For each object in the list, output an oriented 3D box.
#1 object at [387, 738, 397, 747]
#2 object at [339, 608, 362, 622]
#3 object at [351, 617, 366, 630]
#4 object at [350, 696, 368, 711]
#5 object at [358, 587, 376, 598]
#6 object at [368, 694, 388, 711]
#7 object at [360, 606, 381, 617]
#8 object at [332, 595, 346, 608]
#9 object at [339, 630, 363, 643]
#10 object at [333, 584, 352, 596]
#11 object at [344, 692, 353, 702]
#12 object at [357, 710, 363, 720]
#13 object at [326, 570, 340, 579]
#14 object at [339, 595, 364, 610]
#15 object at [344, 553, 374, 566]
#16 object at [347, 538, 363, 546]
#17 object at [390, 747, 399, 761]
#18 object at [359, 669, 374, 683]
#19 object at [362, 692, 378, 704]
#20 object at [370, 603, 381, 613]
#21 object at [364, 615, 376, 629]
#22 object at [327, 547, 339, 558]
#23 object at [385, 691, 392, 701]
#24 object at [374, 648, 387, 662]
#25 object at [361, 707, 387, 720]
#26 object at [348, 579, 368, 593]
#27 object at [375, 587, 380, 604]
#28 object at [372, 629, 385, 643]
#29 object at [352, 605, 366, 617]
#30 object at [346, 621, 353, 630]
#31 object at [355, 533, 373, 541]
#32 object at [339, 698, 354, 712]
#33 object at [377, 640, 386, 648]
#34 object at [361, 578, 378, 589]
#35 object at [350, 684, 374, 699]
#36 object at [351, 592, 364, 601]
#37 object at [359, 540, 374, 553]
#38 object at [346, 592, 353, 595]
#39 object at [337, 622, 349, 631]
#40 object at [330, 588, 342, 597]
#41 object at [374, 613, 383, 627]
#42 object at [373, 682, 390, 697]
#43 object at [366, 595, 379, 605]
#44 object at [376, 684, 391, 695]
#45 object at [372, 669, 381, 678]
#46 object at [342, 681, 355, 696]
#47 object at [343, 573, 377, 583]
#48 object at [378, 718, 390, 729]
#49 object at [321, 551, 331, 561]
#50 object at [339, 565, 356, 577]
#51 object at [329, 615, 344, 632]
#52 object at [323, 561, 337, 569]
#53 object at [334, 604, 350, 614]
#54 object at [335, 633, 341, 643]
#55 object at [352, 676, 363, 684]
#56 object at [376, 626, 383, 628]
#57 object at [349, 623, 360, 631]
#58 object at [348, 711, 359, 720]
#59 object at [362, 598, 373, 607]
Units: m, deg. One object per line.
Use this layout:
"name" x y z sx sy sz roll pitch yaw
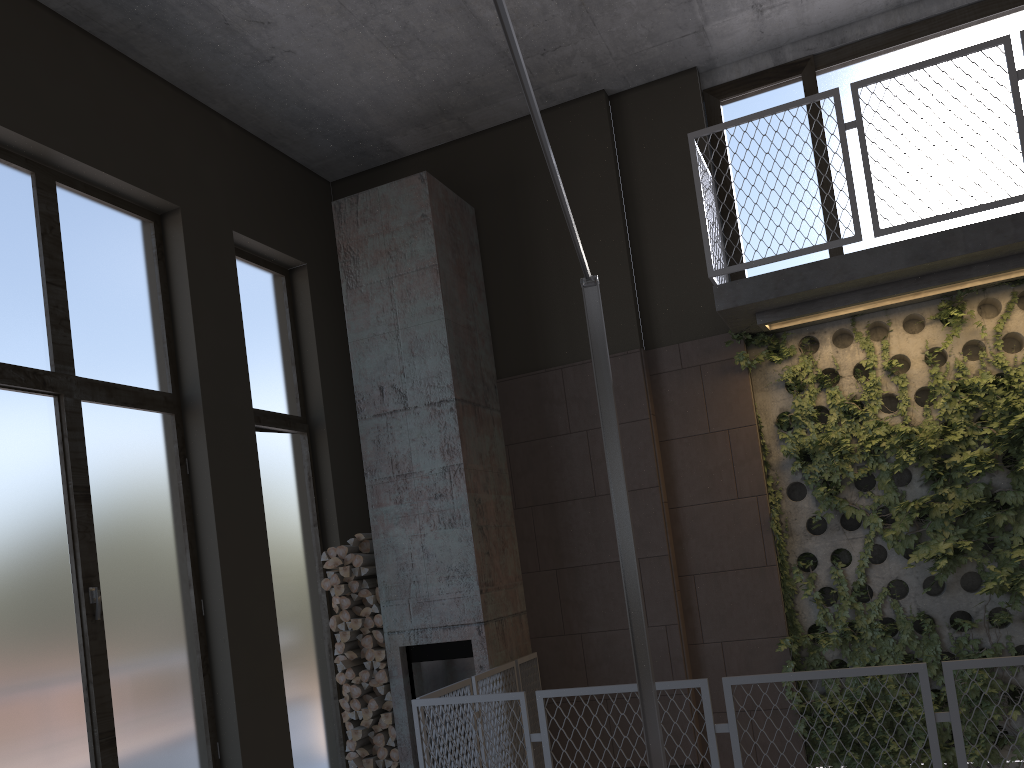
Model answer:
"object" -0.800 2.615 6.529 0.072 0.071 0.427 -10 -12 20
"object" -1.156 1.745 6.683 0.093 0.092 0.441 -10 -12 20
"object" -1.047 1.790 6.628 0.094 0.082 0.484 -10 -12 20
"object" -1.071 2.388 6.645 0.093 0.092 0.441 -10 -12 20
"object" -1.009 1.558 6.599 0.123 0.066 0.367 -11 -12 22
"object" -0.917 2.354 6.552 0.091 0.088 0.459 -11 -12 22
"object" -0.986 1.709 6.629 0.116 0.078 0.439 -11 -12 20
"object" -1.247 1.648 6.688 0.102 0.101 0.295 -11 -11 22
"object" -1.128 1.877 6.616 0.094 0.082 0.484 -10 -12 20
"object" -1.174 1.541 6.636 0.094 0.082 0.484 -10 -12 20
"object" -1.171 2.324 6.563 0.045 0.071 0.253 -10 -11 20
"object" -1.029 2.458 6.620 0.068 0.066 0.427 -10 -12 20
"object" -1.271 1.444 6.693 0.066 0.085 0.430 -10 -12 19
"object" -1.176 1.633 6.611 0.099 0.105 0.296 -10 -11 22
"object" -1.124 1.312 6.593 0.105 0.082 0.366 -11 -12 20
"object" -1.127 1.203 6.643 0.065 0.072 0.363 -10 -12 19
"object" -0.759 2.704 6.522 0.092 0.090 0.441 -10 -12 20
"object" -0.992 2.159 6.587 0.091 0.088 0.460 -10 -12 19
"object" -0.992 2.362 6.641 0.102 0.085 0.366 -11 -12 20
"object" -0.926 1.667 6.584 0.072 0.071 0.427 -10 -12 20
"object" -0.963 1.775 6.614 0.091 0.088 0.460 -10 -12 20
"object" -1.247 1.284 6.699 0.091 0.089 0.460 -10 -12 19
"object" -0.824 2.281 6.532 0.067 0.083 0.429 -10 -12 18
"object" -0.864 1.997 6.552 0.094 0.082 0.484 -10 -12 20
"object" -0.962 2.433 6.590 0.094 0.082 0.484 -10 -12 20
"object" -1.077 1.516 6.625 0.091 0.088 0.460 -10 -12 19
"object" -0.904 1.569 6.576 0.064 0.124 0.367 -9 -11 19
"object" -0.907 1.865 6.533 0.089 0.106 0.369 -10 -11 20
"object" -1.077 1.718 6.678 0.102 0.085 0.366 -11 -12 20
"object" -1.114 1.815 6.658 0.068 0.066 0.427 -10 -12 20
"object" -1.066 1.158 6.645 0.088 0.055 0.335 -11 -12 20
"object" -1.169 2.406 6.639 0.089 0.106 0.369 -10 -11 20
"object" -0.894 1.925 6.602 0.102 0.085 0.366 -11 -12 20
"object" -1.003 1.497 6.626 0.068 0.070 0.427 -10 -12 20
"object" -1.091 2.276 6.573 0.099 0.105 0.296 -10 -11 22
"object" -1.099 1.592 6.640 0.065 0.073 0.363 -10 -12 19
"object" -1.042 1.237 6.669 0.100 0.106 0.297 -10 -11 22
"object" -1.169 1.562 6.641 0.089 0.056 0.335 -11 -12 20
"object" -1.188 1.829 6.689 0.068 0.066 0.427 -10 -12 20
"object" -1.242 1.566 6.666 0.068 0.066 0.427 -10 -12 20
"object" -0.886 1.750 6.578 0.092 0.090 0.441 -10 -12 20
"object" -0.933 2.298 6.653 0.105 0.100 0.295 -10 -11 20
"object" -0.963 1.618 6.592 0.067 0.083 0.429 -10 -12 18
"object" -0.878 2.261 6.555 0.067 0.083 0.429 -10 -12 18
"object" -0.918 2.140 6.588 0.068 0.070 0.427 -10 -12 20
"object" -1.162 2.292 6.650 0.102 0.101 0.295 -11 -11 22
"object" -1.114 1.460 6.638 0.116 0.078 0.439 -11 -12 20
"object" -0.848 2.488 6.564 0.091 0.088 0.460 -10 -12 20
"object" -1.314 1.307 6.695 0.068 0.068 0.427 -10 -12 20
"object" -1.134 1.409 6.634 0.094 0.082 0.484 -10 -12 20
"object" -1.265 1.809 6.681 0.064 0.123 0.367 -9 -11 19
"object" -1.288 1.377 6.713 0.123 0.067 0.367 -11 -12 22
"object" -1.256 1.680 6.601 0.045 0.071 0.253 -10 -11 20
"object" -1.195 1.903 6.646 0.068 0.066 0.427 -10 -12 20
"object" -1.084 2.205 6.604 0.089 0.056 0.335 -11 -12 20
"object" -0.900 1.751 6.544 0.102 0.101 0.295 -11 -11 22
"object" -1.067 1.796 6.617 0.116 0.078 0.439 -11 -12 20
"object" -1.103 2.472 6.651 0.068 0.066 0.427 -10 -12 20
"object" -1.018 1.655 6.691 0.105 0.100 0.295 -10 -11 20
